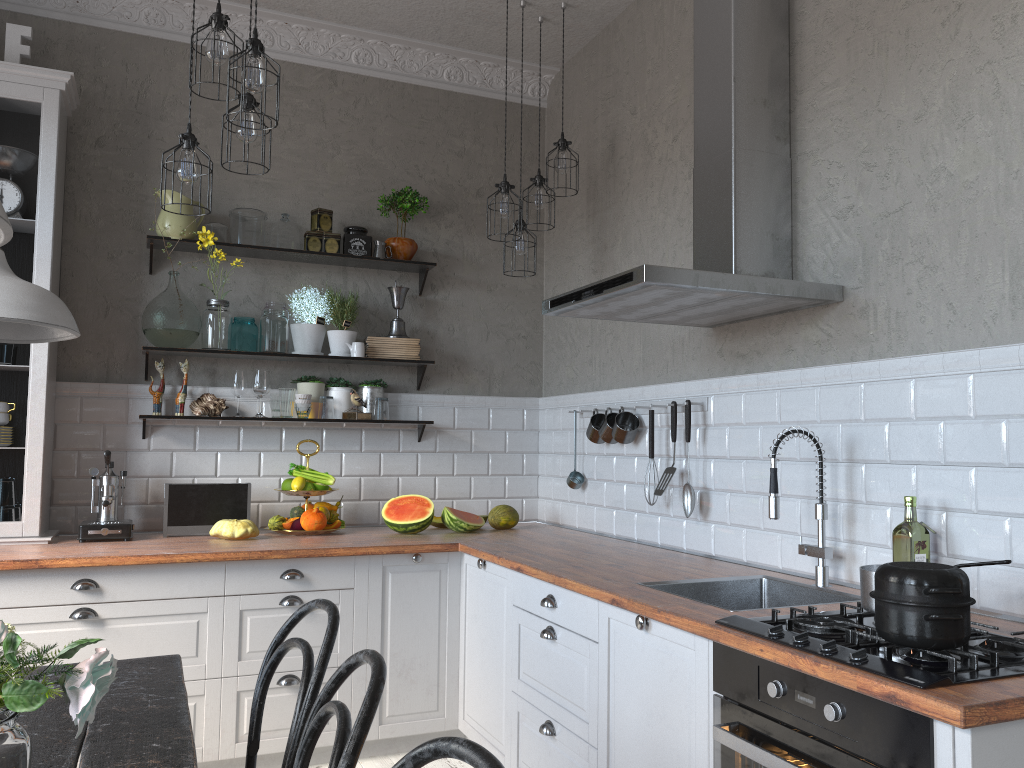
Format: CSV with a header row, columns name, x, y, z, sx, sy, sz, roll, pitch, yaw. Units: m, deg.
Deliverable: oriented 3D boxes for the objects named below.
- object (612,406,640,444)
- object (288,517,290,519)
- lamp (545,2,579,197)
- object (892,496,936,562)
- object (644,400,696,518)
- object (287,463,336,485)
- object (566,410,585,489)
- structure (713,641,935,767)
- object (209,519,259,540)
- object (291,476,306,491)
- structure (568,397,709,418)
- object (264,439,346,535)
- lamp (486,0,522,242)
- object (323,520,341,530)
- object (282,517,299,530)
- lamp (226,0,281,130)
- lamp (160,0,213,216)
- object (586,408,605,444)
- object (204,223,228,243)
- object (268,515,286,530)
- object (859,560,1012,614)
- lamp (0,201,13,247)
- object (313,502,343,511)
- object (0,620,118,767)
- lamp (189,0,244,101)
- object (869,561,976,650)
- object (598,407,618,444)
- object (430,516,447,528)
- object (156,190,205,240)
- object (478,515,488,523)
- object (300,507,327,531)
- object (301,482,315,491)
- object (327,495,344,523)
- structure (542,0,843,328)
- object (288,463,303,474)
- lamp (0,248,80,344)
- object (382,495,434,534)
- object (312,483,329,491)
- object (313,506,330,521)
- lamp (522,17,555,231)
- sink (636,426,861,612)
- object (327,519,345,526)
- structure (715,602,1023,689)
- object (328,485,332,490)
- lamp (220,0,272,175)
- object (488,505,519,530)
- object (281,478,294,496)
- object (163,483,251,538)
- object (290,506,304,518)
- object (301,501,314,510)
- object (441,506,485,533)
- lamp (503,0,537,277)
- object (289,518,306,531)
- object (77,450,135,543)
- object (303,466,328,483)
name,x,y,z,sx,sy,sz,roll,pitch,yaw
object,0.485,0.175,3.773,0.109,0.161,0.136,1,-4,-6
object,-0.969,0.640,4.070,0.234,0.048,0.063,-3,-5,39
lamp,0.239,-1.737,4.100,0.143,1.735,0.150,-2,-5,39
object,1.055,0.435,2.309,0.091,0.282,0.080,2,-4,-23
object,0.599,0.286,3.418,0.082,0.443,0.324,2,-4,-22
object,-0.904,0.406,3.994,0.213,0.101,0.066,2,-4,-17
object,0.305,0.314,4.240,0.078,0.379,0.081,2,-4,-23
structure,0.828,0.889,1.844,0.628,0.623,0.612,2,-4,-23
object,-1.163,0.609,3.715,0.200,0.083,0.186,2,-4,-23
object,-0.946,0.444,3.926,0.059,0.069,0.078,1,-4,-3
structure,0.501,0.106,3.810,0.096,0.053,1.068,2,-4,-22
object,-0.928,0.463,4.008,0.359,0.425,0.344,4,-5,-38
lamp,-0.023,-1.496,3.893,0.146,1.735,0.147,0,-4,9
object,-0.814,0.636,3.985,0.088,0.051,0.069,-1,-4,24
object,-0.990,0.624,3.952,0.085,0.057,0.088,0,-4,9
lamp,-0.757,-1.641,2.679,0.144,1.735,0.149,-1,-4,24
lamp,-1.029,-1.419,2.887,0.144,1.735,0.149,-2,-5,34
object,0.398,0.191,4.009,0.109,0.161,0.135,1,-4,-11
object,-1.371,-0.682,4.099,0.105,0.111,0.101,2,-4,-23
object,-1.041,0.621,3.968,0.076,0.072,0.152,0,-4,7
object,0.955,0.456,2.026,0.301,0.134,0.176,0,-4,11
lamp,-0.633,-1.073,0.815,0.375,1.858,0.383,0,-4,14
object,-0.847,0.567,4.062,0.129,0.056,0.058,3,-5,-31
object,-0.625,0.387,1.012,0.317,0.414,0.247,3,-4,-25
lamp,-0.903,-1.765,2.794,0.150,1.735,0.144,4,-5,-36
object,0.790,0.424,1.709,0.194,0.147,0.189,4,-5,-43
object,0.446,0.183,3.892,0.110,0.161,0.135,2,-4,-21
object,-0.334,0.669,4.312,0.201,0.067,0.102,2,-4,-17
object,-1.497,-0.745,3.985,0.192,0.216,0.172,1,-4,-9
object,-0.187,0.665,4.273,0.118,0.073,0.204,-2,-5,30
object,-0.872,0.594,3.890,0.109,0.111,0.115,-2,-5,34
object,-0.914,0.469,3.954,0.064,0.061,0.065,2,-4,-23
object,-0.819,0.574,4.066,0.061,0.120,0.125,1,-4,1
structure,0.577,-1.043,2.988,0.724,1.596,0.700,2,-4,-23
object,-0.967,0.382,3.972,0.050,0.058,0.074,-3,-5,44
lamp,-0.965,-1.019,1.629,0.384,1.858,0.375,2,-4,-16
object,-0.471,0.594,4.018,0.236,0.174,0.217,1,-4,-1
object,-0.875,0.474,4.008,0.098,0.062,0.077,-3,-5,40
object,-0.863,0.589,3.975,0.088,0.078,0.088,0,-4,3
lamp,0.136,-1.601,4.229,0.145,1.735,0.148,-1,-4,19
sink,0.700,0.477,2.515,0.536,0.720,0.478,2,-4,-23
object,-0.875,0.633,4.090,0.215,0.044,0.054,0,-4,14
structure,0.807,0.525,1.863,0.504,0.031,0.596,2,-4,-23
object,-0.848,0.475,4.052,0.053,0.050,0.048,2,-4,-14
lamp,-0.863,-1.571,2.966,0.150,1.735,0.144,4,-5,-36
object,-0.041,0.644,4.286,0.130,0.119,0.207,-2,-5,30
object,-0.988,0.463,3.986,0.098,0.078,0.099,4,-5,-36
object,-1.328,0.546,3.864,0.357,0.226,0.086,2,-4,-24
object,-0.967,0.594,4.060,0.079,0.076,0.154,0,-4,4
object,-0.935,0.584,4.067,0.087,0.093,0.085,3,-4,-27
object,-0.213,0.624,4.076,0.229,0.127,0.145,4,-5,-40
lamp,0.045,-1.361,4.059,0.143,1.735,0.150,-2,-5,39
object,-0.982,0.634,3.971,0.071,0.076,0.224,4,-5,-41
object,-1.657,0.455,3.631,0.209,0.370,0.347,2,-4,-23
object,-0.903,0.421,4.067,0.181,0.096,0.088,1,-4,-4
